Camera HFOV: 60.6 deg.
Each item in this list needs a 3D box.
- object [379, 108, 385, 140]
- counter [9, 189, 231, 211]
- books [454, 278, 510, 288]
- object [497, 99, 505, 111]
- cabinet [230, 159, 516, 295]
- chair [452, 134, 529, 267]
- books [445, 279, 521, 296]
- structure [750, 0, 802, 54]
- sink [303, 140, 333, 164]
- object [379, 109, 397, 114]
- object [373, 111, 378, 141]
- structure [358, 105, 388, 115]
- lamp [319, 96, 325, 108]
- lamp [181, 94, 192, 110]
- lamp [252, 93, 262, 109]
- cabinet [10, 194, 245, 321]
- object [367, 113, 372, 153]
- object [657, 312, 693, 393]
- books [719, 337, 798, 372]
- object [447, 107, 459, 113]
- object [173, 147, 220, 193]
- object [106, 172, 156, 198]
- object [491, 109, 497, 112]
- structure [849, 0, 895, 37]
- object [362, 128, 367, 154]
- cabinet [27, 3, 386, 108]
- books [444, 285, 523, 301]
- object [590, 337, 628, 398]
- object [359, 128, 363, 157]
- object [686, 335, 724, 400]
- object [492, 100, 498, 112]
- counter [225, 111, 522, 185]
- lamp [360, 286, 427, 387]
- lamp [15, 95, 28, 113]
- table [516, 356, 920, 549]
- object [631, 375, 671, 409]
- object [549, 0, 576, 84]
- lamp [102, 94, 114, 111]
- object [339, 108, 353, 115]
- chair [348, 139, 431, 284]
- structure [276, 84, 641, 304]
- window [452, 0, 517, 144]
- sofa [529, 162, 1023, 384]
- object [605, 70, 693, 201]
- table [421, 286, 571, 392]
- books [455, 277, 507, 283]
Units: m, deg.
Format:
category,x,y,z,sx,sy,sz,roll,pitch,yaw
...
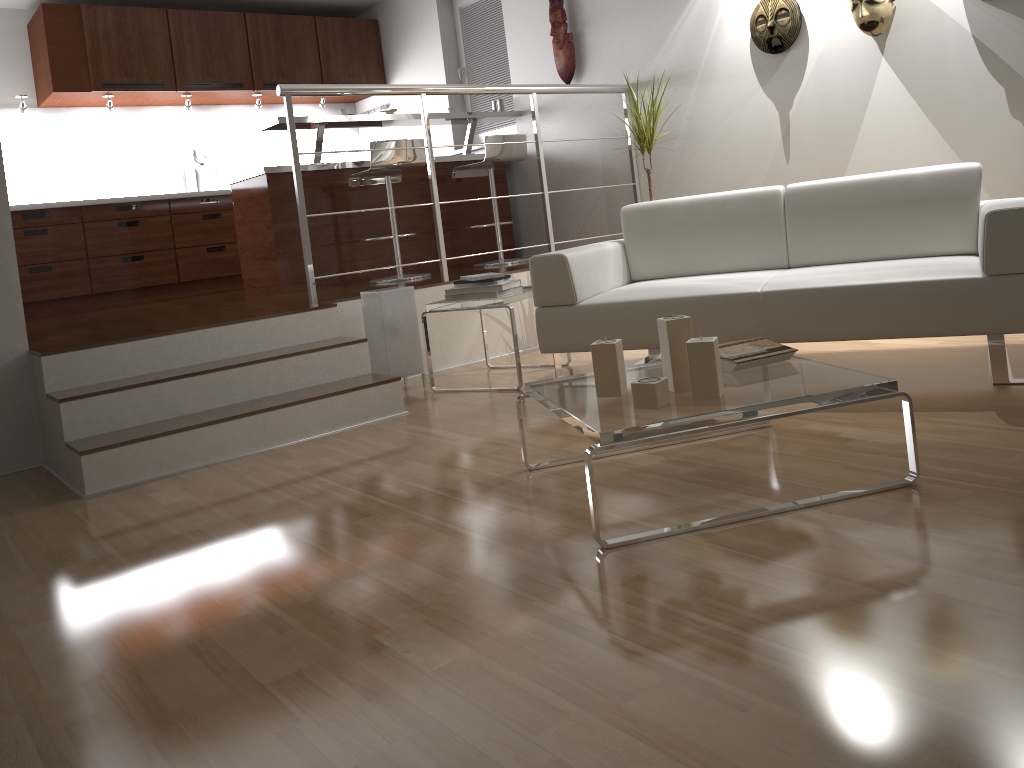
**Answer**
category,x,y,z,sx,sy,sz,roll,pitch,yaw
object,-1.180,-2.300,7.917,0.024,0.379,0.071,-8,2,-37
counter,-3.137,-1.359,6.650,2.133,0.039,0.681,-15,13,-37
books,-0.134,-0.463,4.007,0.215,0.014,0.155,-3,11,22
object,-0.079,-2.044,6.454,0.052,0.111,0.053,-5,4,37
cabinet,-0.931,-1.137,6.201,1.875,0.744,0.632,-14,8,-37
chair,-0.111,-1.233,5.915,0.392,0.842,0.423,-10,4,-41
books,-0.132,-0.443,4.008,0.286,0.027,0.231,-3,11,22
structure,1.368,-1.896,4.607,0.070,0.313,0.316,-8,6,-36
sink,-1.538,-1.926,7.908,0.681,0.574,0.600,-12,8,-37
object,-0.820,-1.828,5.918,0.142,0.041,0.130,-14,12,-35
object,-1.238,-2.322,8.029,0.044,0.362,0.090,-8,2,-37
structure,-1.304,-2.516,8.101,0.049,0.033,0.597,-12,12,-36
lamp,-1.658,-2.471,7.637,0.080,0.123,0.081,-7,4,3
lamp,-2.571,-2.231,6.934,0.080,0.123,0.081,-7,4,3
lamp,-2.115,-2.351,7.286,0.080,0.123,0.081,-7,4,3
cabinet,-2.540,-1.128,7.084,3.554,0.792,0.679,-14,9,-37
object,-1.322,-2.320,8.106,0.020,0.375,0.106,-8,2,-37
object,0.416,-0.083,2.198,0.067,0.195,0.067,-7,2,-12
books,0.628,-0.089,2.470,0.205,0.055,0.294,-11,11,-21
object,-0.413,-1.921,6.165,0.079,0.045,0.068,-7,8,0
object,-2.605,-1.767,7.294,0.334,0.402,0.163,-11,4,-37
object,-3.045,-1.579,7.008,0.375,0.238,0.155,-13,7,-36
object,-0.130,-2.001,6.436,0.051,0.045,0.051,-6,7,10
structure,1.687,-1.814,4.153,0.131,0.326,0.242,-9,5,-36
object,-1.389,-2.330,8.205,0.008,0.375,0.033,-8,2,-37
cabinet,-2.422,-2.698,7.297,2.758,0.630,0.650,-14,9,-37
books,-0.128,-0.416,4.009,0.286,0.027,0.231,0,12,32
object,0.248,-0.047,2.242,0.067,0.149,0.068,-6,3,23
object,-1.440,-2.330,8.252,0.033,0.379,0.064,-8,2,-37
object,0.459,-0.045,2.087,0.067,0.150,0.068,-6,3,23
object,-0.119,-2.045,6.496,0.052,0.108,0.053,-5,4,37
counter,-0.865,-1.684,6.198,2.133,0.315,0.839,-15,12,-37
lamp,-0.562,-0.214,4.151,0.194,0.477,0.198,-9,3,-37
lamp,-3.485,-1.990,6.231,0.080,0.123,0.081,-7,4,3
table,0.479,0.117,2.292,0.798,0.247,0.708,-9,10,-12
object,0.326,0.014,2.063,0.067,0.073,0.068,-3,7,38
object,0.329,-2.404,5.894,0.151,0.783,0.152,-7,2,8
lamp,-3.028,-2.110,6.582,0.080,0.123,0.081,-7,4,3
object,-1.066,-1.740,5.614,0.079,0.045,0.068,-6,8,7
chair,-0.738,-1.068,5.433,0.393,0.842,0.424,-9,4,-32
structure,-0.131,-1.138,4.856,2.357,1.042,0.057,-14,5,-37
window,-0.166,-2.523,6.884,0.144,1.257,0.841,-8,4,-37
sofa,1.067,-0.416,3.453,1.773,0.733,0.923,-2,8,28
object,0.760,-0.983,4.745,0.506,1.463,0.439,-8,2,-24
table,-0.063,-0.225,4.099,0.462,0.396,0.561,-3,8,28
books,-0.136,-0.477,4.007,0.215,0.014,0.154,0,12,33
